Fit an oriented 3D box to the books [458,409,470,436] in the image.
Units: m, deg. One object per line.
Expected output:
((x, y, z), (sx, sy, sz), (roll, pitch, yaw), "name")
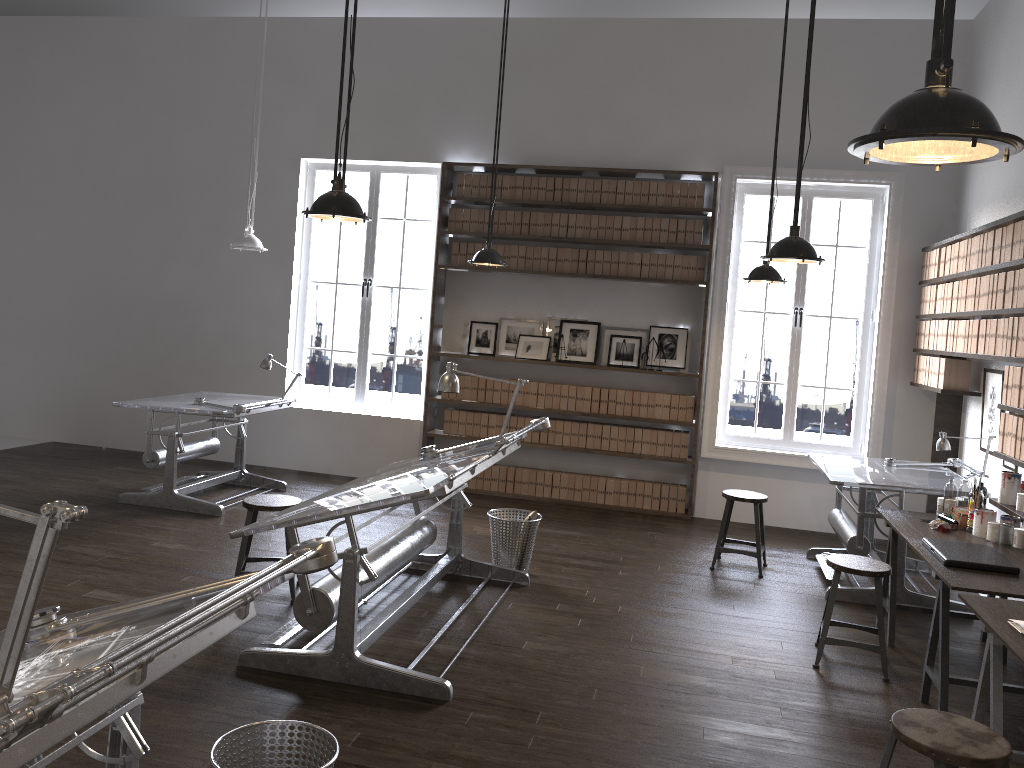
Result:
((-0.441, 0.356, 8.257), (0.067, 0.225, 0.174), (5, 3, 12), "books")

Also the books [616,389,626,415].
((0.978, 0.162, 7.947), (0.067, 0.225, 0.174), (5, 3, 12), "books")

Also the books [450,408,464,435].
((-0.513, 0.350, 8.268), (0.067, 0.225, 0.175), (5, 3, 12), "books")

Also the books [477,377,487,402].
((-0.261, 0.049, 8.213), (0.067, 0.225, 0.175), (5, 3, 12), "books")

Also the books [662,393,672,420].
((1.373, 0.198, 7.861), (0.067, 0.225, 0.175), (5, 3, 12), "books")

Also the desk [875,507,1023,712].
((2.283, 1.146, 4.406), (0.656, 0.668, 1.671), (5, 4, 12), "desk")

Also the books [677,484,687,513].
((1.505, 1.016, 7.843), (0.067, 0.225, 0.175), (5, 3, 12), "books")

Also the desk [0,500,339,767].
((-1.148, 0.751, 1.487), (1.077, 1.384, 2.072), (5, 4, 12), "desk")

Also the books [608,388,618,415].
((0.910, 0.156, 7.967), (0.067, 0.225, 0.175), (5, 3, 12), "books")

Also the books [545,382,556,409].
((0.352, 0.105, 8.085), (0.067, 0.225, 0.175), (5, 3, 12), "books")

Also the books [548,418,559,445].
((0.379, 0.431, 8.083), (0.067, 0.225, 0.175), (5, 3, 12), "books")

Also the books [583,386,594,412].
((0.690, 0.136, 8.011), (0.067, 0.225, 0.175), (5, 3, 12), "books")

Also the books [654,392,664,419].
((1.309, 0.193, 7.877), (0.067, 0.225, 0.175), (5, 3, 12), "books")

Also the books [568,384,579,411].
((0.557, 0.124, 8.035), (0.067, 0.225, 0.175), (5, 3, 12), "books")

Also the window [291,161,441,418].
((-1.388, -0.901, 8.544), (1.484, 2.494, 0.153), (5, 1, 12), "window")

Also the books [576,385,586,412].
((0.628, 0.131, 8.020), (0.067, 0.225, 0.175), (5, 3, 12), "books")

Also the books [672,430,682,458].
((1.462, 0.529, 7.850), (0.067, 0.225, 0.174), (5, 3, 12), "books")

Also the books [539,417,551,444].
((0.306, 0.424, 8.094), (0.067, 0.225, 0.175), (5, 3, 12), "books")

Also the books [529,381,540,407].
((0.212, 0.093, 8.113), (0.067, 0.225, 0.175), (5, 3, 12), "books")

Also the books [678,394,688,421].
((1.511, 0.211, 7.838), (0.067, 0.225, 0.174), (5, 3, 12), "books")

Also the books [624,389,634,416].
((1.048, 0.168, 7.936), (0.067, 0.225, 0.174), (5, 3, 12), "books")

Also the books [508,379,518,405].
((0.021, 0.075, 8.157), (0.067, 0.225, 0.175), (5, 3, 12), "books")

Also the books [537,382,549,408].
((0.282, 0.099, 8.096), (0.067, 0.225, 0.175), (5, 3, 12), "books")

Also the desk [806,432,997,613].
((2.614, 0.829, 6.004), (1.072, 1.096, 1.270), (5, 3, 12), "desk")

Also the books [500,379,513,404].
((-0.048, 0.068, 8.172), (0.067, 0.225, 0.174), (5, 3, 12), "books")

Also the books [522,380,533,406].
((0.151, 0.087, 8.128), (0.067, 0.225, 0.175), (5, 3, 12), "books")

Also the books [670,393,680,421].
((1.443, 0.204, 7.850), (0.067, 0.225, 0.175), (5, 3, 12), "books")

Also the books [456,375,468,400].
((-0.459, 0.032, 8.254), (0.067, 0.225, 0.175), (5, 3, 12), "books")

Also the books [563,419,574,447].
((0.513, 0.443, 8.051), (0.067, 0.225, 0.174), (5, 3, 12), "books")

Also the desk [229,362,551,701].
((-0.440, 0.551, 4.763), (1.077, 1.384, 2.283), (5, 4, 12), "desk")

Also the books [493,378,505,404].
((-0.118, 0.062, 8.183), (0.067, 0.225, 0.174), (5, 3, 12), "books")

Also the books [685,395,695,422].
((1.573, 0.217, 7.817), (0.067, 0.225, 0.175), (5, 3, 12), "books")

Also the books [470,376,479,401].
((-0.332, 0.043, 8.234), (0.067, 0.225, 0.175), (5, 3, 12), "books")

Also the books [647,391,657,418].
((1.248, 0.187, 7.892), (0.067, 0.225, 0.175), (5, 3, 12), "books")

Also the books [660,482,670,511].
((1.358, 1.003, 7.871), (0.067, 0.225, 0.175), (5, 3, 12), "books")

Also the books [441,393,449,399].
((-0.599, 0.018, 8.288), (0.067, 0.225, 0.174), (5, 3, 12), "books")

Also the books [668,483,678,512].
((1.432, 1.010, 7.861), (0.067, 0.225, 0.175), (5, 3, 12), "books")

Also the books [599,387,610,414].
((0.836, 0.149, 7.977), (0.067, 0.225, 0.175), (5, 3, 12), "books")

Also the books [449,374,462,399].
((-0.529, 0.025, 8.269), (0.067, 0.225, 0.175), (5, 3, 12), "books")

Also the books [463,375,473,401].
((-0.396, 0.037, 8.245), (0.067, 0.225, 0.175), (5, 3, 12), "books")

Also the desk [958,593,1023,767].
((1.911, 1.251, 2.681), (0.656, 0.668, 1.671), (5, 4, 12), "desk")

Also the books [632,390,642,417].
((1.117, 0.175, 7.921), (0.067, 0.225, 0.175), (5, 3, 12), "books")

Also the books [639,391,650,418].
((1.182, 0.181, 7.901), (0.067, 0.225, 0.175), (5, 3, 12), "books")

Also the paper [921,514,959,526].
((2.380, 0.758, 4.933), (0.137, 0.038, 0.155), (4, 4, -3), "paper")

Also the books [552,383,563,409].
((0.420, 0.111, 8.072), (0.067, 0.225, 0.174), (5, 3, 12), "books")

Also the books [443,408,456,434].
((-0.583, 0.343, 8.284), (0.067, 0.225, 0.175), (5, 3, 12), "books")

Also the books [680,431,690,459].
((1.530, 0.536, 7.831), (0.067, 0.225, 0.174), (5, 3, 12), "books")

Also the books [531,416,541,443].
((0.234, 0.417, 8.115), (0.067, 0.225, 0.175), (5, 3, 12), "books")

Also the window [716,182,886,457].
((2.451, -0.549, 7.595), (1.246, 2.306, 0.153), (5, 1, 12), "window")

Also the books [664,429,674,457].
((1.393, 0.523, 7.865), (0.067, 0.225, 0.175), (5, 3, 12), "books")

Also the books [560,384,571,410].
((0.487, 0.118, 8.054), (0.067, 0.225, 0.174), (5, 3, 12), "books")

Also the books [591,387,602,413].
((0.765, 0.143, 7.998), (0.067, 0.225, 0.175), (5, 3, 12), "books")

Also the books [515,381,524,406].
((0.085, 0.081, 8.137), (0.067, 0.225, 0.175), (5, 3, 12), "books")

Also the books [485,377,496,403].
((-0.187, 0.056, 8.203), (0.067, 0.225, 0.175), (5, 3, 12), "books")

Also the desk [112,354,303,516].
((-2.307, 0.330, 7.123), (1.172, 1.187, 1.270), (5, 3, 12), "desk")
